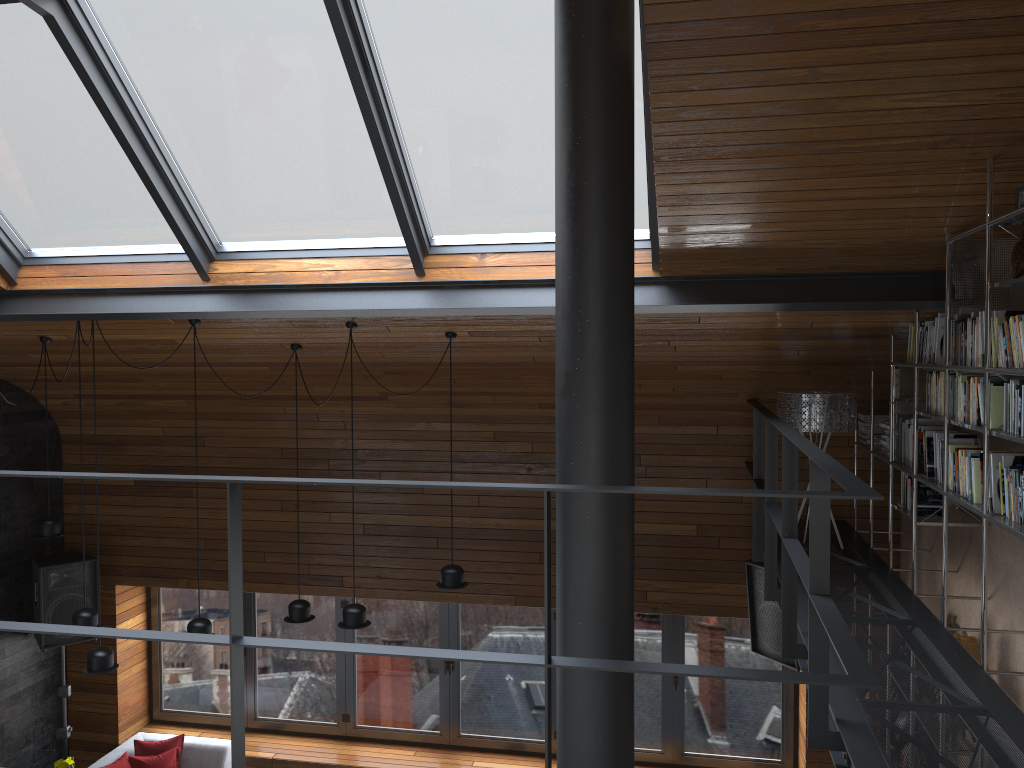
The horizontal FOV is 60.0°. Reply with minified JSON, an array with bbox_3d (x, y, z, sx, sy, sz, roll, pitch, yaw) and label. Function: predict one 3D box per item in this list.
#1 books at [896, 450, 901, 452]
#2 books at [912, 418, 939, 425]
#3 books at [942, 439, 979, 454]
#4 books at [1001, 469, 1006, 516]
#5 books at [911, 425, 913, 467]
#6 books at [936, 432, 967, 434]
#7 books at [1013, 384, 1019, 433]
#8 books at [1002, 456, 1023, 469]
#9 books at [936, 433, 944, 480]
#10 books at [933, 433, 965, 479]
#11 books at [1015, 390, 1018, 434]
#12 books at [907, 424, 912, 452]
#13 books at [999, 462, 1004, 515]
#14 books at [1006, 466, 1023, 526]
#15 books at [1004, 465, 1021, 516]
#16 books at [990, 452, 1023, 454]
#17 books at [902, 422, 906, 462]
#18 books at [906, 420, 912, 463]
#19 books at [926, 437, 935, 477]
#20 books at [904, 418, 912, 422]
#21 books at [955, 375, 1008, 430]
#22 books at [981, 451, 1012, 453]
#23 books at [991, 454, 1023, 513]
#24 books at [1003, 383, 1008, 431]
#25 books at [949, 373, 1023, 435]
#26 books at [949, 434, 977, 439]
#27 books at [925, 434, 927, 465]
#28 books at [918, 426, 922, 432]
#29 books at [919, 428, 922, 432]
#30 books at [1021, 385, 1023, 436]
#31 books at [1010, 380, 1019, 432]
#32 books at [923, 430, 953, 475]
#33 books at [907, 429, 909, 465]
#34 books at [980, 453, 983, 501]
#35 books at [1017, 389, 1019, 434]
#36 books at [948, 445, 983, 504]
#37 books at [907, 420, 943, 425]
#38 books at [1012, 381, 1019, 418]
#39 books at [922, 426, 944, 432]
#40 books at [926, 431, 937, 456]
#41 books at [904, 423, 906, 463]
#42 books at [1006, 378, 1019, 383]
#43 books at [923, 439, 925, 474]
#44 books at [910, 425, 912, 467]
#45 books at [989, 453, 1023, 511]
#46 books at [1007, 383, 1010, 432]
[{"bbox_3d":[2.394,0.391,5.272,0.217,0.013,0.161,0,2,11],"label":"books"},{"bbox_3d":[2.322,0.328,4.985,0.143,0.268,0.020,0,2,11],"label":"books"},{"bbox_3d":[2.173,0.378,4.294,0.161,0.222,0.055,0,2,11],"label":"books"},{"bbox_3d":[1.995,0.427,3.477,0.131,0.180,0.042,0,2,11],"label":"books"},{"bbox_3d":[2.302,0.347,4.932,0.148,0.234,0.013,0,2,11],"label":"books"},{"bbox_3d":[2.251,0.363,4.538,0.143,0.236,0.062,0,2,11],"label":"books"},{"bbox_3d":[2.002,0.096,3.382,0.160,0.187,0.021,0,2,11],"label":"books"},{"bbox_3d":[2.015,0.400,3.490,0.148,0.233,0.053,0,2,11],"label":"books"},{"bbox_3d":[2.218,0.367,4.463,0.148,0.233,0.053,0,2,11],"label":"books"},{"bbox_3d":[2.227,0.365,4.511,0.148,0.233,0.053,0,2,11],"label":"books"},{"bbox_3d":[1.979,0.107,3.361,0.130,0.169,0.010,0,2,11],"label":"books"},{"bbox_3d":[2.336,0.344,5.051,0.160,0.231,0.021,0,2,11],"label":"books"},{"bbox_3d":[2.009,0.414,3.501,0.149,0.205,0.049,0,2,11],"label":"books"},{"bbox_3d":[1.975,0.423,3.339,0.136,0.210,0.273,0,2,12],"label":"books"},{"bbox_3d":[2.002,0.417,3.463,0.137,0.201,0.047,0,2,11],"label":"books"},{"bbox_3d":[2.024,0.395,3.605,0.143,0.236,0.062,0,2,11],"label":"books"},{"bbox_3d":[2.344,0.339,5.146,0.148,0.234,0.013,0,2,11],"label":"books"},{"bbox_3d":[2.365,0.330,5.099,0.191,0.255,0.012,0,2,11],"label":"books"},{"bbox_3d":[2.214,0.377,4.562,0.148,0.206,0.053,0,2,11],"label":"books"},{"bbox_3d":[2.383,0.328,5.149,0.207,0.255,0.010,0,2,11],"label":"books"},{"bbox_3d":[2.047,0.072,3.801,0.139,0.208,0.494,0,2,11],"label":"books"},{"bbox_3d":[2.056,0.396,3.757,0.117,0.220,0.054,0,2,11],"label":"books"},{"bbox_3d":[1.992,0.399,3.530,0.148,0.233,0.053,0,2,11],"label":"books"},{"bbox_3d":[2.009,0.091,3.476,0.148,0.190,0.013,0,2,11],"label":"books"},{"bbox_3d":[2.071,0.067,3.819,0.138,0.212,1.040,0,2,12],"label":"books"},{"bbox_3d":[2.242,0.369,4.423,0.148,0.233,0.053,0,2,11],"label":"books"},{"bbox_3d":[2.222,0.368,4.592,0.141,0.221,0.055,0,2,11],"label":"books"},{"bbox_3d":[2.294,0.350,4.866,0.148,0.234,0.013,0,2,11],"label":"books"},{"bbox_3d":[2.255,0.355,4.768,0.129,0.231,0.010,0,2,11],"label":"books"},{"bbox_3d":[1.965,0.099,3.276,0.148,0.190,0.013,0,2,11],"label":"books"},{"bbox_3d":[2.030,0.084,3.429,0.191,0.207,0.012,0,2,11],"label":"books"},{"bbox_3d":[2.231,0.360,4.636,0.143,0.235,0.055,0,2,11],"label":"books"},{"bbox_3d":[2.314,0.358,5.031,0.130,0.208,0.010,0,2,11],"label":"books"},{"bbox_3d":[2.060,0.400,3.736,0.155,0.215,0.055,0,2,11],"label":"books"},{"bbox_3d":[1.989,0.106,3.345,0.146,0.171,0.018,0,2,11],"label":"books"},{"bbox_3d":[2.083,0.397,3.983,0.139,0.211,0.467,0,2,11],"label":"books"},{"bbox_3d":[2.367,0.333,5.087,0.192,0.251,0.012,0,2,11],"label":"books"},{"bbox_3d":[2.033,0.086,3.417,0.192,0.204,0.012,0,2,11],"label":"books"},{"bbox_3d":[2.249,0.349,4.718,0.131,0.247,0.018,0,2,11],"label":"books"},{"bbox_3d":[2.219,0.363,4.578,0.148,0.233,0.053,0,2,11],"label":"books"},{"bbox_3d":[2.355,0.341,5.115,0.169,0.232,0.018,0,2,11],"label":"books"},{"bbox_3d":[2.048,0.082,3.480,0.207,0.207,0.010,0,2,11],"label":"books"},{"bbox_3d":[2.238,0.367,4.667,0.133,0.219,0.058,0,2,11],"label":"books"},{"bbox_3d":[2.299,0.347,4.946,0.148,0.234,0.013,0,2,11],"label":"books"},{"bbox_3d":[2.001,0.397,3.578,0.148,0.233,0.053,0,2,11],"label":"books"},{"bbox_3d":[2.020,0.093,3.446,0.169,0.189,0.018,0,2,11],"label":"books"}]
